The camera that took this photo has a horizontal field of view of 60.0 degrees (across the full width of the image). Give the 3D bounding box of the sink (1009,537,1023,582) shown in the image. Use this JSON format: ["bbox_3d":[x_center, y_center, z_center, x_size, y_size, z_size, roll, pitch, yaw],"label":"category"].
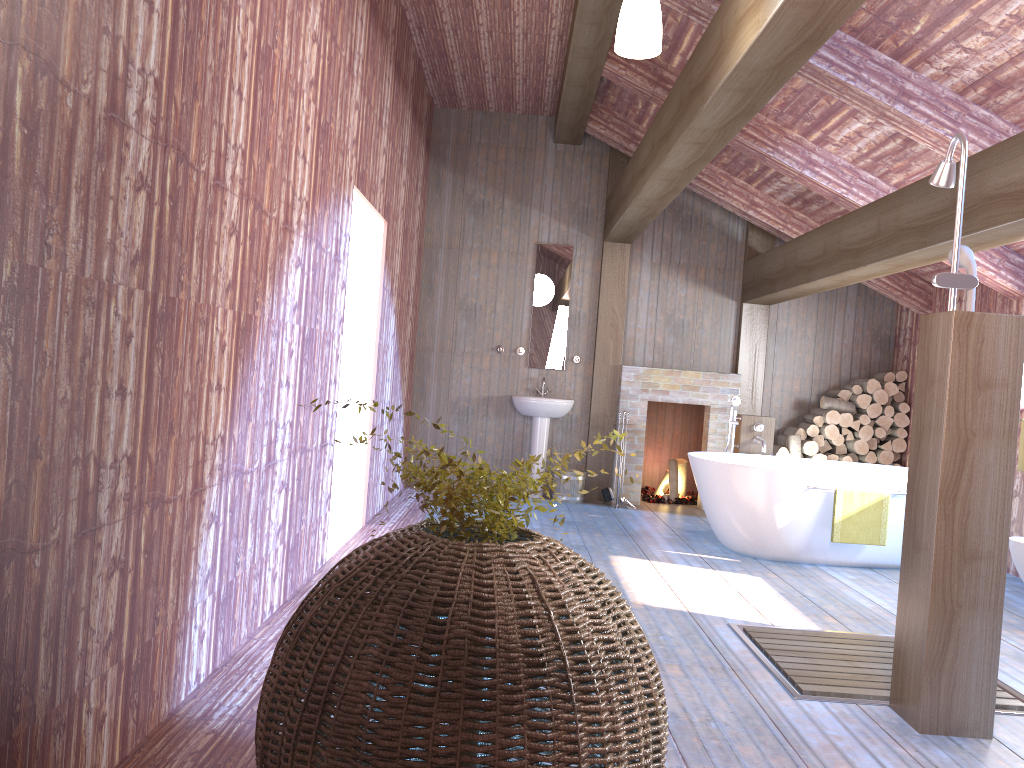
[{"bbox_3d":[3.281,1.078,5.378,0.515,0.517,0.335,4,1,1],"label":"sink"}]

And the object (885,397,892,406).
[{"bbox_3d":[3.460,0.162,8.375,0.132,0.119,0.319,4,1,1],"label":"object"}]

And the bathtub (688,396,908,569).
[{"bbox_3d":[2.245,0.696,6.380,1.935,1.109,1.460,5,1,22],"label":"bathtub"}]

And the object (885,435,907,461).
[{"bbox_3d":[3.522,0.607,8.289,0.137,0.256,0.439,4,1,0],"label":"object"}]

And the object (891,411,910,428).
[{"bbox_3d":[3.546,0.323,8.280,0.147,0.152,0.439,4,1,0],"label":"object"}]

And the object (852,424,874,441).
[{"bbox_3d":[3.220,0.449,8.276,0.136,0.157,0.439,4,1,1],"label":"object"}]

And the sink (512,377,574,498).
[{"bbox_3d":[0.264,0.505,8.297,0.582,1.143,0.475,4,1,-1],"label":"sink"}]

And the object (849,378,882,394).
[{"bbox_3d":[3.298,0.018,8.290,0.135,0.139,0.456,4,1,1],"label":"object"}]

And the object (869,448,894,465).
[{"bbox_3d":[3.402,0.669,8.287,0.137,0.133,0.437,4,1,-2],"label":"object"}]

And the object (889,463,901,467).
[{"bbox_3d":[3.497,0.791,8.302,0.139,0.137,0.455,4,1,-2],"label":"object"}]

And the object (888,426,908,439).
[{"bbox_3d":[3.546,0.442,8.277,0.102,0.109,0.438,4,1,0],"label":"object"}]

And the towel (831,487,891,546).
[{"bbox_3d":[2.285,0.870,5.810,0.370,0.361,0.032,4,1,-4],"label":"towel"}]

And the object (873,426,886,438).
[{"bbox_3d":[3.350,0.437,8.274,0.102,0.109,0.438,4,1,0],"label":"object"}]

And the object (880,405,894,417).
[{"bbox_3d":[3.432,0.245,8.273,0.089,0.106,0.437,4,1,1],"label":"object"}]

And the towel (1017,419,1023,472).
[{"bbox_3d":[3.511,0.422,5.930,0.032,0.361,0.370,4,1,0],"label":"towel"}]

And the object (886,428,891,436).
[{"bbox_3d":[3.484,0.437,8.322,0.088,0.092,0.280,4,1,1],"label":"object"}]

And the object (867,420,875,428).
[{"bbox_3d":[3.279,0.372,8.253,0.095,0.090,0.278,4,1,1],"label":"object"}]

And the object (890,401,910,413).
[{"bbox_3d":[3.567,0.211,8.275,0.102,0.109,0.438,4,1,0],"label":"object"}]

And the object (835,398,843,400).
[{"bbox_3d":[3.025,0.193,8.367,0.113,0.130,0.291,4,1,1],"label":"object"}]

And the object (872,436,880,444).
[{"bbox_3d":[3.357,0.521,8.264,0.065,0.069,0.177,4,1,-1],"label":"object"}]

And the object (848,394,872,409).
[{"bbox_3d":[3.201,0.150,8.290,0.139,0.148,0.458,4,1,0],"label":"object"}]

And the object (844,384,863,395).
[{"bbox_3d":[3.176,0.050,8.260,0.094,0.097,0.227,4,1,1],"label":"object"}]

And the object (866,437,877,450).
[{"bbox_3d":[3.286,0.542,8.263,0.111,0.118,0.302,4,1,-1],"label":"object"}]

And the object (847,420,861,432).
[{"bbox_3d":[3.113,0.383,8.270,0.109,0.124,0.424,4,1,-1],"label":"object"}]

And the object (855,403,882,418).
[{"bbox_3d":[3.292,0.247,8.274,0.143,0.151,0.440,4,1,0],"label":"object"}]

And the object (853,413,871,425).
[{"bbox_3d":[3.208,0.319,8.270,0.102,0.109,0.438,4,1,0],"label":"object"}]

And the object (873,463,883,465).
[{"bbox_3d":[3.382,0.783,8.380,0.118,0.106,0.319,4,1,-3],"label":"object"}]

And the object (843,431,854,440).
[{"bbox_3d":[3.111,0.473,8.279,0.085,0.096,0.280,4,1,1],"label":"object"}]

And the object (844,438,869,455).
[{"bbox_3d":[3.168,0.569,8.276,0.141,0.143,0.437,4,1,-2],"label":"object"}]

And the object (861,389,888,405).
[{"bbox_3d":[3.342,0.114,8.273,0.141,0.143,0.437,4,1,-2],"label":"object"}]

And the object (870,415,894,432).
[{"bbox_3d":[3.391,0.359,8.304,0.172,0.151,0.482,4,1,1],"label":"object"}]

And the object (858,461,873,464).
[{"bbox_3d":[3.270,0.777,8.250,0.116,0.117,0.289,4,1,-3],"label":"object"}]

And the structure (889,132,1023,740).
[{"bbox_3d":[1.663,0.140,3.291,0.328,2.209,0.522,5,1,20],"label":"structure"}]

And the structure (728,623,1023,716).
[{"bbox_3d":[1.556,1.243,3.846,1.000,0.067,1.000,4,1,-1],"label":"structure"}]

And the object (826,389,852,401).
[{"bbox_3d":[3.084,0.112,8.368,0.140,0.121,0.319,4,1,1],"label":"object"}]

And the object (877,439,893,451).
[{"bbox_3d":[3.412,0.552,8.278,0.115,0.112,0.423,4,1,0],"label":"object"}]

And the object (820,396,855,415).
[{"bbox_3d":[2.999,0.198,8.169,0.302,0.157,0.121,4,1,1],"label":"object"}]

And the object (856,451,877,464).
[{"bbox_3d":[3.276,0.669,8.254,0.114,0.113,0.301,4,1,-3],"label":"object"}]

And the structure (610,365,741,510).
[{"bbox_3d":[1.544,0.524,8.442,1.130,1.330,0.226,4,1,-1],"label":"structure"}]

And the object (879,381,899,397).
[{"bbox_3d":[3.455,0.046,8.293,0.133,0.142,0.456,4,1,1],"label":"object"}]
